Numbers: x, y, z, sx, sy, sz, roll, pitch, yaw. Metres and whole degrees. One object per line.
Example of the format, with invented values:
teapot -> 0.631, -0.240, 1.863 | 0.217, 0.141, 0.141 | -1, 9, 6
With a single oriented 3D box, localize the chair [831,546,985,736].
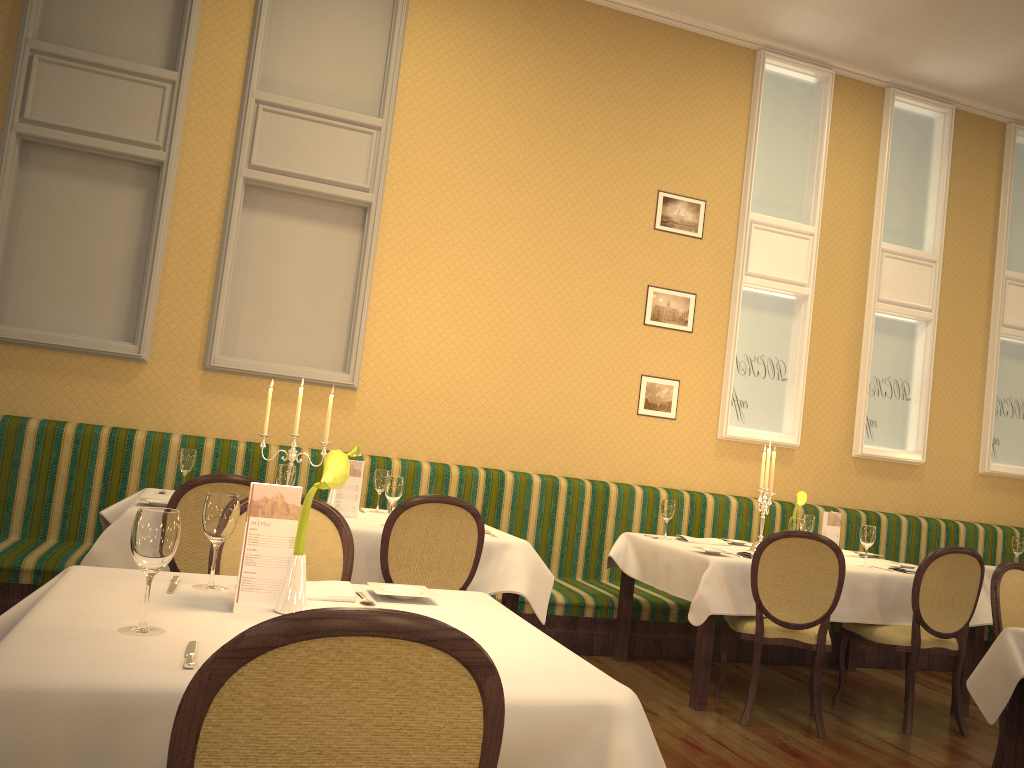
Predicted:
chair -> 2.120, 1.303, 4.701 | 0.530, 0.955, 0.571 | 8, -4, -18

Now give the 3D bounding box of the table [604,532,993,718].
table -> 1.646, 1.371, 5.097 | 2.152, 0.759, 1.385 | 8, -4, -18

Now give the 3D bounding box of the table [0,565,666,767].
table -> -0.467, 0.886, 1.871 | 1.395, 0.759, 1.389 | 8, -4, -16

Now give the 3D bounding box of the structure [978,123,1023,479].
structure -> 4.336, -0.696, 7.544 | 0.670, 2.985, 0.200 | 8, -4, -18

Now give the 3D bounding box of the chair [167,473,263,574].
chair -> -1.224, 0.826, 3.618 | 0.530, 0.955, 0.571 | 8, -4, -18

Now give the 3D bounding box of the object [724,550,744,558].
object -> 1.175, 0.900, 4.701 | 0.038, 0.015, 0.181 | 8, -4, -16

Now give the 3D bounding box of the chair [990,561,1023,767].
chair -> 2.203, 1.224, 3.483 | 0.530, 0.955, 0.571 | 9, -5, -28

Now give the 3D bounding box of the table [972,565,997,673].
table -> 4.190, 1.735, 5.922 | 2.152, 0.759, 1.385 | 8, -4, -18

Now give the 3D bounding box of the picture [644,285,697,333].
picture -> 1.157, -0.546, 6.474 | 0.401, 0.294, 0.008 | 8, -4, -18

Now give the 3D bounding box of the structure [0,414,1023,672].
structure -> -0.525, 1.007, 5.450 | 14.516, 1.031, 0.850 | 8, -4, -18

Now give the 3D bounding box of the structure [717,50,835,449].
structure -> 2.012, -1.027, 6.790 | 0.687, 2.985, 0.200 | 8, -4, -18

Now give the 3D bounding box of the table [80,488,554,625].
table -> -0.903, 1.008, 4.270 | 2.152, 0.759, 1.385 | 8, -4, -18

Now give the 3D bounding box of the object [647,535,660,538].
object -> 0.822, 0.896, 5.222 | 0.038, 0.015, 0.181 | 8, -4, -16

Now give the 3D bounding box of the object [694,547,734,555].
object -> 1.043, 0.874, 4.607 | 0.160, 0.024, 0.160 | 8, -4, -18

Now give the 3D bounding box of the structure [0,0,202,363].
structure -> -2.471, -1.726, 5.338 | 0.956, 3.103, 0.200 | 8, -4, -18

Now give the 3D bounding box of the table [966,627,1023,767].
table -> 2.399, 1.295, 2.801 | 1.395, 0.759, 1.389 | 8, -4, -16

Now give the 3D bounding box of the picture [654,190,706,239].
picture -> 1.240, -1.244, 6.524 | 0.401, 0.294, 0.008 | 8, -4, -18

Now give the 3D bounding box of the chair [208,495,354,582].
chair -> -0.671, 0.814, 2.548 | 0.530, 0.955, 0.571 | 8, -4, -18

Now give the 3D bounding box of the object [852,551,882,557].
object -> 2.274, 1.100, 5.702 | 0.160, 0.024, 0.160 | 8, -4, -18

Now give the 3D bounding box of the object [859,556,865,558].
object -> 2.191, 1.089, 5.627 | 0.038, 0.015, 0.181 | 8, -4, -16

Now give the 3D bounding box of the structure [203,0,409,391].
structure -> -1.273, -1.555, 5.726 | 0.956, 3.103, 0.200 | 8, -4, -18

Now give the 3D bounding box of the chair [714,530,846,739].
chair -> 1.354, 1.193, 4.447 | 0.530, 0.955, 0.571 | 6, -4, 7

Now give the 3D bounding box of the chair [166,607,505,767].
chair -> -0.331, 0.768, 1.353 | 0.530, 0.955, 0.571 | 8, -4, -18

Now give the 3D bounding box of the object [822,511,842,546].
object -> 1.867, 0.886, 5.167 | 0.081, 0.277, 0.166 | 4, -5, 34

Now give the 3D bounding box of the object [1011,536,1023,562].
object -> 3.463, 1.165, 6.077 | 0.088, 0.229, 0.088 | 4, -5, 30

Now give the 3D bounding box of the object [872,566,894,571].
object -> 2.057, 1.025, 4.946 | 0.017, 0.010, 0.185 | 8, -4, -18

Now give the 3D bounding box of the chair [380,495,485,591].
chair -> -0.436, 0.938, 3.872 | 0.530, 0.955, 0.571 | 8, -4, -18

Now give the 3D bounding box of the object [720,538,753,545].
object -> 1.385, 0.974, 5.433 | 0.160, 0.024, 0.160 | 8, -4, -18

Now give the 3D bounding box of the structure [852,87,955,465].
structure -> 3.140, -0.867, 7.156 | 0.661, 2.985, 0.200 | 8, -4, -18

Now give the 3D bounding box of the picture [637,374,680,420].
picture -> 1.063, 0.097, 6.421 | 0.313, 0.294, 0.008 | 8, -4, -18

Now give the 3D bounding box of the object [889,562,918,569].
object -> 2.297, 1.063, 5.153 | 0.160, 0.024, 0.160 | 8, -4, -18
